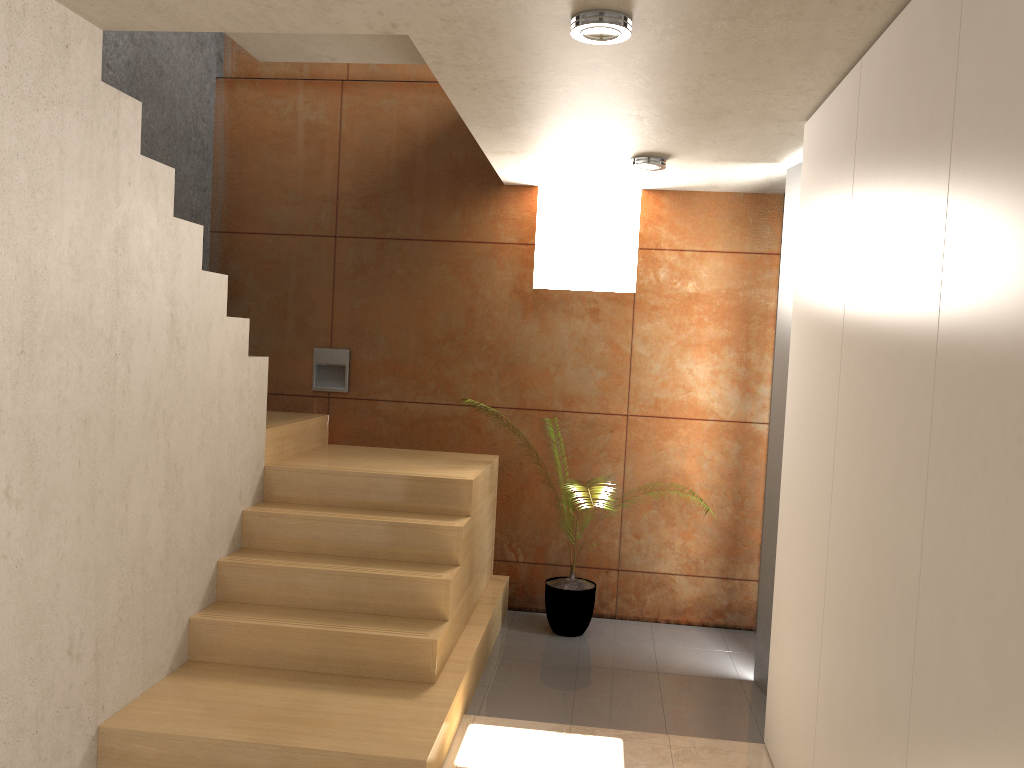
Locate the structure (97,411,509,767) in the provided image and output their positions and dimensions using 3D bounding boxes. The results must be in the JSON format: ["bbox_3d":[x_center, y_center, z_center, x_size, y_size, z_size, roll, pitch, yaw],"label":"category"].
[{"bbox_3d":[-1.099,0.796,4.205,1.950,1.110,2.400,3,3,6],"label":"structure"}]

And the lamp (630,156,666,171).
[{"bbox_3d":[0.666,-1.079,4.338,0.173,0.044,0.173,3,3,11],"label":"lamp"}]

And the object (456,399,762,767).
[{"bbox_3d":[-0.369,0.911,2.417,4.200,1.455,6.200,3,3,6],"label":"object"}]

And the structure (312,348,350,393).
[{"bbox_3d":[-1.093,-0.085,5.408,0.220,0.260,0.096,3,3,6],"label":"structure"}]

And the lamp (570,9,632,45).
[{"bbox_3d":[0.255,-1.021,2.537,0.173,0.044,0.173,5,3,41],"label":"lamp"}]
